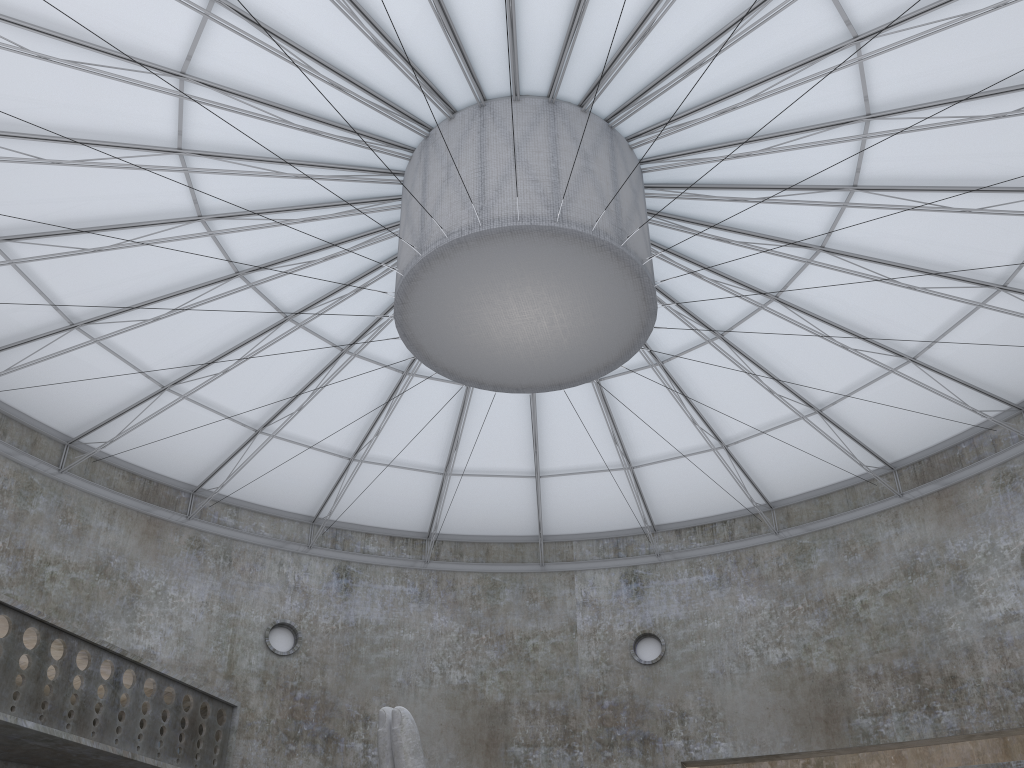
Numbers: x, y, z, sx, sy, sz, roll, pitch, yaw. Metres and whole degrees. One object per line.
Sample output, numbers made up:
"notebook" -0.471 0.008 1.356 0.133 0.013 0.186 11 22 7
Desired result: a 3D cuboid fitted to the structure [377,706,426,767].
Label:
"structure" 2.675 8.513 15.805 10.795 5.561 15.939 14 -36 -21
